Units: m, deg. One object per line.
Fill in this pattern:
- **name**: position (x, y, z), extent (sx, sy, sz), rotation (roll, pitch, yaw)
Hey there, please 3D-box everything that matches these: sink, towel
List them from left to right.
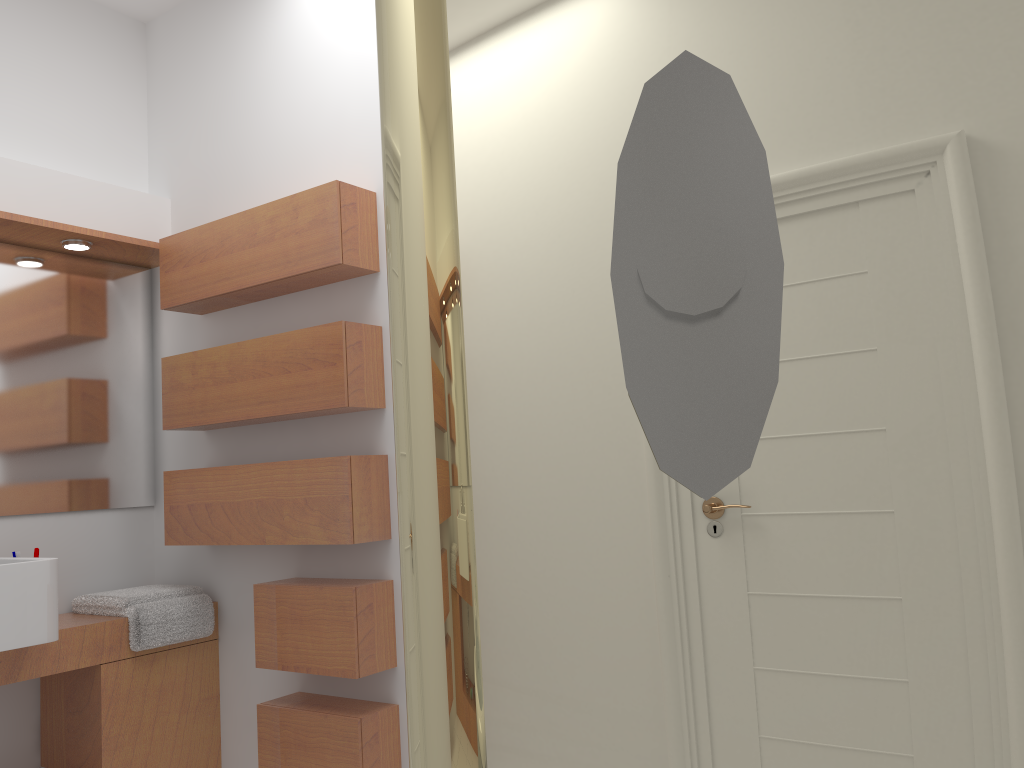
- **sink**: position (-1.618, 0.693, 2.280), extent (0.552, 0.673, 0.657), rotation (-7, -7, 34)
- **towel**: position (-1.224, 0.768, 2.944), extent (0.359, 0.140, 0.272), rotation (-7, -7, 34)

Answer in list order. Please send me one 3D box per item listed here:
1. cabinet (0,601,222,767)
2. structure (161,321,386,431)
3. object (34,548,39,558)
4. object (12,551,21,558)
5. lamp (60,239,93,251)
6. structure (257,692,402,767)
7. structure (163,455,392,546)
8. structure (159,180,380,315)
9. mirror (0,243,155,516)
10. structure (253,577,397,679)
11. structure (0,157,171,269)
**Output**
- **cabinet**: position (-1.590, 1.073, 2.407), extent (0.355, 0.719, 1.635), rotation (-7, -7, 34)
- **structure**: position (-0.777, -0.008, 2.804), extent (0.860, 0.245, 0.165), rotation (-7, -7, 34)
- **object**: position (-1.479, 0.626, 2.752), extent (0.016, 0.231, 0.052), rotation (-2, -6, -16)
- **object**: position (-1.488, 0.624, 2.710), extent (0.070, 0.228, 0.016), rotation (0, -7, -30)
- **lamp**: position (-1.445, -0.461, 2.943), extent (0.098, 0.018, 0.098), rotation (-5, -6, 14)
- **structure**: position (-0.532, 1.053, 2.566), extent (0.417, 0.245, 0.165), rotation (-7, -7, 34)
- **structure**: position (-0.755, 0.371, 2.765), extent (0.860, 0.245, 0.165), rotation (-7, -7, 34)
- **structure**: position (-0.801, -0.415, 2.846), extent (0.860, 0.245, 0.165), rotation (-7, -7, 34)
- **mirror**: position (-2.076, -0.060, 2.245), extent (0.022, 0.887, 2.600), rotation (-7, -7, 34)
- **structure**: position (-0.553, 0.706, 2.602), extent (0.417, 0.245, 0.165), rotation (-7, -7, 34)
- **structure**: position (-2.004, -0.631, 2.226), extent (0.287, 0.240, 2.606), rotation (-7, -7, 34)
